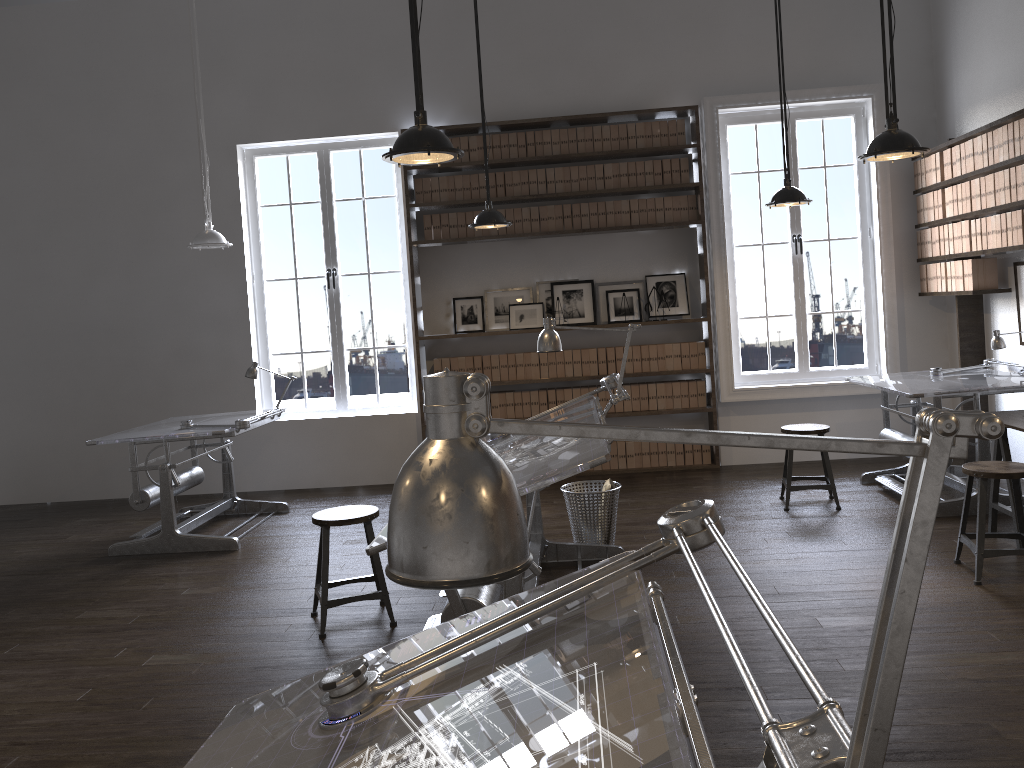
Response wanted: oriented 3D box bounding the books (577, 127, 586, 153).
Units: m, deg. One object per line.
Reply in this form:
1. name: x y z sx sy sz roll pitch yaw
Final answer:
1. books: 0.587 -2.043 7.494 0.066 0.225 0.175 -4 3 4

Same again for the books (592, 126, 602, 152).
1. books: 0.721 -2.051 7.481 0.066 0.225 0.175 -4 3 4

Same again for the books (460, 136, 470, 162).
1. books: -0.393 -1.982 7.556 0.067 0.225 0.175 -4 3 4

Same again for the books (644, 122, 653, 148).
1. books: 1.138 -2.077 7.458 0.066 0.225 0.175 -4 3 4

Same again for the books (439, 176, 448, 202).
1. books: -0.573 -1.653 7.582 0.066 0.225 0.175 -4 3 4

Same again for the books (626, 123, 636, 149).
1. books: 1.003 -2.068 7.463 0.067 0.225 0.175 -4 3 4

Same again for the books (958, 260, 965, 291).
1. books: 3.334 -0.787 6.404 0.174 0.225 0.067 -4 2 4

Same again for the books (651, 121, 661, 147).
1. books: 1.204 -2.080 7.449 0.067 0.225 0.175 -4 3 4

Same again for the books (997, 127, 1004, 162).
1. books: 3.239 -1.547 5.709 0.174 0.225 0.067 -4 2 4

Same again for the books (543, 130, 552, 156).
1. books: 0.301 -2.025 7.509 0.066 0.225 0.175 -4 3 4

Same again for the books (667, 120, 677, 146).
1. books: 1.342 -2.089 7.446 0.066 0.225 0.175 -4 3 4

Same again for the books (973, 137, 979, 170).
1. books: 3.262 -1.578 6.053 0.174 0.225 0.067 -4 2 4

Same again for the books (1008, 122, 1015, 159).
1. books: 3.226 -1.534 5.565 0.174 0.225 0.067 -4 2 4

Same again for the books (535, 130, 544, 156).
1. books: 0.236 -2.021 7.520 0.066 0.225 0.175 -4 3 4

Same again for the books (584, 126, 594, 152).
1. books: 0.650 -2.046 7.485 0.067 0.225 0.175 -4 3 4

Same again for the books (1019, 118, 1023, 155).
1. books: 3.224 -1.523 5.436 0.174 0.225 0.067 -4 2 4

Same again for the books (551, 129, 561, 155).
1. books: 0.373 -2.029 7.507 0.066 0.225 0.175 -4 3 4

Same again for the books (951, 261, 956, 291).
1. books: 3.345 -0.799 6.533 0.174 0.225 0.067 -4 2 4

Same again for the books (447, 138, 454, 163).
1. books: -0.532 -1.974 7.571 0.066 0.225 0.175 -4 3 4

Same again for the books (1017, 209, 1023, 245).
1. books: 3.261 -0.980 5.528 0.174 0.225 0.067 -4 2 4

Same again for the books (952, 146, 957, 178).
1. books: 3.286 -1.608 6.399 0.174 0.225 0.067 -4 2 4

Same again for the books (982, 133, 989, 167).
1. books: 3.250 -1.566 5.919 0.174 0.225 0.067 -4 2 4

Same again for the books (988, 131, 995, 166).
1. books: 3.250 -1.560 5.848 0.174 0.225 0.067 -4 2 4

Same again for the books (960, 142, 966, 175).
1. books: 3.277 -1.596 6.258 0.174 0.225 0.067 -4 2 4

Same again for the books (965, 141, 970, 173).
1. books: 3.272 -1.589 6.187 0.174 0.225 0.067 -4 2 4

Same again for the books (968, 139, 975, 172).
1. books: 3.262 -1.583 6.120 0.174 0.225 0.067 -4 2 4

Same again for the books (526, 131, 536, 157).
1. books: 0.162 -2.016 7.519 0.067 0.225 0.175 -4 3 4

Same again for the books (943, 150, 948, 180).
1. books: 3.296 -1.621 6.548 0.174 0.225 0.067 -4 2 4

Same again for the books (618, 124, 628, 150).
1. books: 0.933 -2.064 7.472 0.066 0.225 0.175 -4 3 4

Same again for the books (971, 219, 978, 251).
1. books: 3.304 -1.036 6.166 0.174 0.225 0.067 -4 2 4

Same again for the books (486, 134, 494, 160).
1. books: -0.192 -1.994 7.542 0.067 0.225 0.175 -4 3 4

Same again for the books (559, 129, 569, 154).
1. books: 0.443 -2.034 7.506 0.066 0.225 0.175 -4 3 4

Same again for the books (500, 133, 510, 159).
1. books: -0.054 -2.003 7.538 0.066 0.225 0.175 -4 3 4

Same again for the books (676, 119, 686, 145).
1. books: 1.412 -2.093 7.437 0.066 0.225 0.175 -4 3 4

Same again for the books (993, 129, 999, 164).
1. books: 3.247 -1.554 5.778 0.174 0.225 0.067 -4 2 4

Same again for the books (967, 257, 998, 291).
1. books: 3.330 -0.775 6.264 0.174 0.225 0.067 -4 2 4

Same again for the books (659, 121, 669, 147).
1. books: 1.271 -2.085 7.450 0.066 0.225 0.175 -4 3 4

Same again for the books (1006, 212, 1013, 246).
1. books: 3.273 -0.992 5.667 0.174 0.225 0.067 -4 2 4

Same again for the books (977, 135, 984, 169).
1. books: 3.257 -1.572 5.991 0.174 0.225 0.067 -4 2 4

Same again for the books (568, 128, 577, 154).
1. books: 0.512 -2.038 7.500 0.066 0.225 0.175 -4 3 4

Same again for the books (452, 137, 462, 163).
1. books: -0.463 -1.978 7.565 0.066 0.225 0.175 -4 3 4

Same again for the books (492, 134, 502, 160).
1. books: -0.124 -1.999 7.543 0.066 0.225 0.175 -4 3 4

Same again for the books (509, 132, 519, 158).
1. books: 0.016 -2.007 7.530 0.066 0.225 0.175 -4 3 4

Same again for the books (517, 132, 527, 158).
1. books: 0.088 -2.012 7.530 0.066 0.225 0.175 -4 3 4

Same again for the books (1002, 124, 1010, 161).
1. books: 3.231 -1.541 5.637 0.174 0.225 0.067 -4 2 4

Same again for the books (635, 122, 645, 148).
1. books: 1.075 -2.073 7.460 0.066 0.225 0.175 -4 3 4

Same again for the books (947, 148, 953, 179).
1. books: 3.286 -1.614 6.474 0.174 0.225 0.067 -4 2 4

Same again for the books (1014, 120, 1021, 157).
1. books: 3.226 -1.529 5.502 0.174 0.225 0.067 -4 2 4

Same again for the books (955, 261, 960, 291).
1. books: 3.343 -0.793 6.470 0.174 0.225 0.067 -4 2 4

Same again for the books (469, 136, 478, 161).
1. books: -0.321 -1.987 7.553 0.066 0.225 0.175 -4 3 4

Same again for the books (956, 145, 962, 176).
1. books: 3.277 -1.602 6.329 0.174 0.225 0.067 -4 2 4

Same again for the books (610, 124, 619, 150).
1. books: 0.864 -2.060 7.478 0.066 0.225 0.175 -4 3 4

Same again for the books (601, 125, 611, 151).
1. books: 0.794 -2.055 7.479 0.066 0.225 0.175 -4 3 4

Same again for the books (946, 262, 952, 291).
1. books: 3.348 -0.805 6.605 0.174 0.225 0.067 -4 2 4

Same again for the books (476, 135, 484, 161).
1. books: -0.258 -1.991 7.551 0.066 0.225 0.175 -4 3 4

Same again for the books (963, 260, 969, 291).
1. books: 3.336 -0.781 6.334 0.174 0.225 0.067 -4 2 4

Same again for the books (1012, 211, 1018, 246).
1. books: 3.271 -0.987 5.602 0.174 0.225 0.067 -4 2 4
